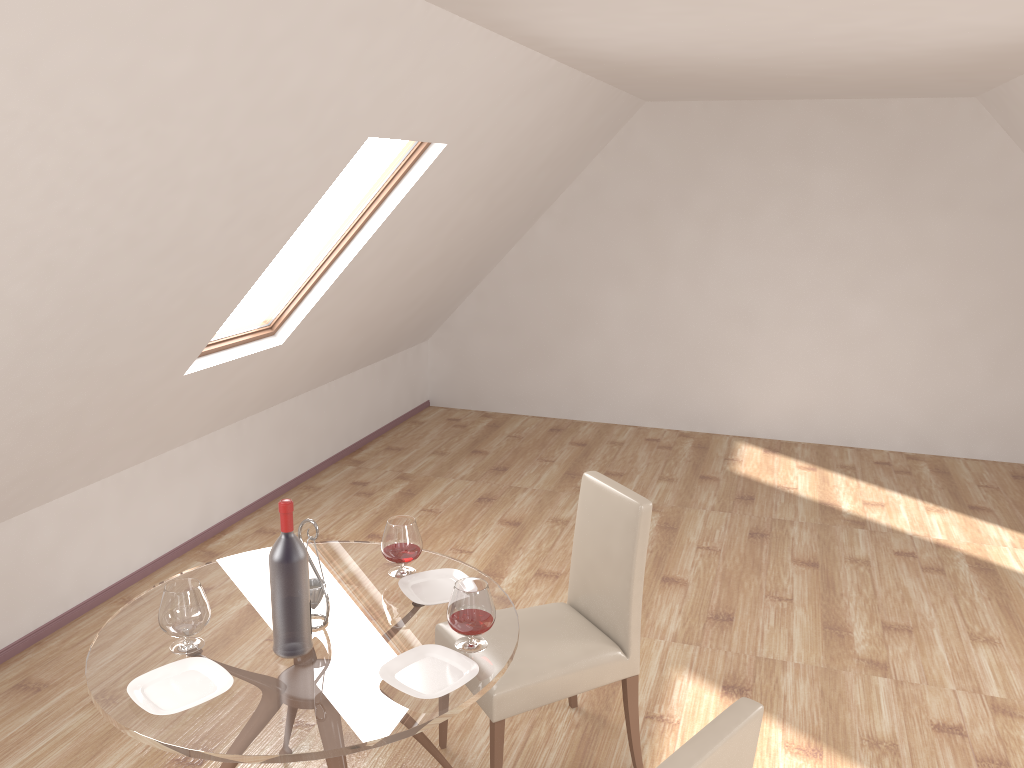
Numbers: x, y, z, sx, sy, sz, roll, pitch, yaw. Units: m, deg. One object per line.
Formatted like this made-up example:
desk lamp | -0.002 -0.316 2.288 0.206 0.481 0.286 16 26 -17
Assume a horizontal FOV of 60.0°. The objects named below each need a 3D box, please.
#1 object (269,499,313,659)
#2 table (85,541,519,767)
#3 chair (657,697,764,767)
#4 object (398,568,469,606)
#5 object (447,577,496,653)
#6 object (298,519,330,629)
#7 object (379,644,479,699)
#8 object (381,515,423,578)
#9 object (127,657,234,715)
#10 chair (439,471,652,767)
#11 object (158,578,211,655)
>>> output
object | -0.597 0.518 2.382 0.109 0.435 0.109 4 14 13
table | -0.583 1.071 2.667 1.198 0.770 1.198 11 17 38
chair | 0.167 1.120 2.013 0.618 0.999 0.477 13 18 41
object | -0.232 0.642 2.781 0.228 0.020 0.228 -6 15 -26
object | -0.113 0.638 2.452 0.136 0.183 0.136 0 13 -3
object | -0.574 0.539 2.541 0.086 0.322 0.096 -4 14 -19
object | -0.215 0.754 2.310 0.228 0.020 0.228 12 17 39
object | -0.360 0.530 2.893 0.136 0.183 0.136 0 13 -3
object | -0.833 0.765 2.233 0.228 0.020 0.228 13 18 42
chair | 0.107 0.865 3.079 0.618 0.999 0.477 -6 15 -27
object | -0.896 0.635 2.428 0.136 0.183 0.136 14 19 43
